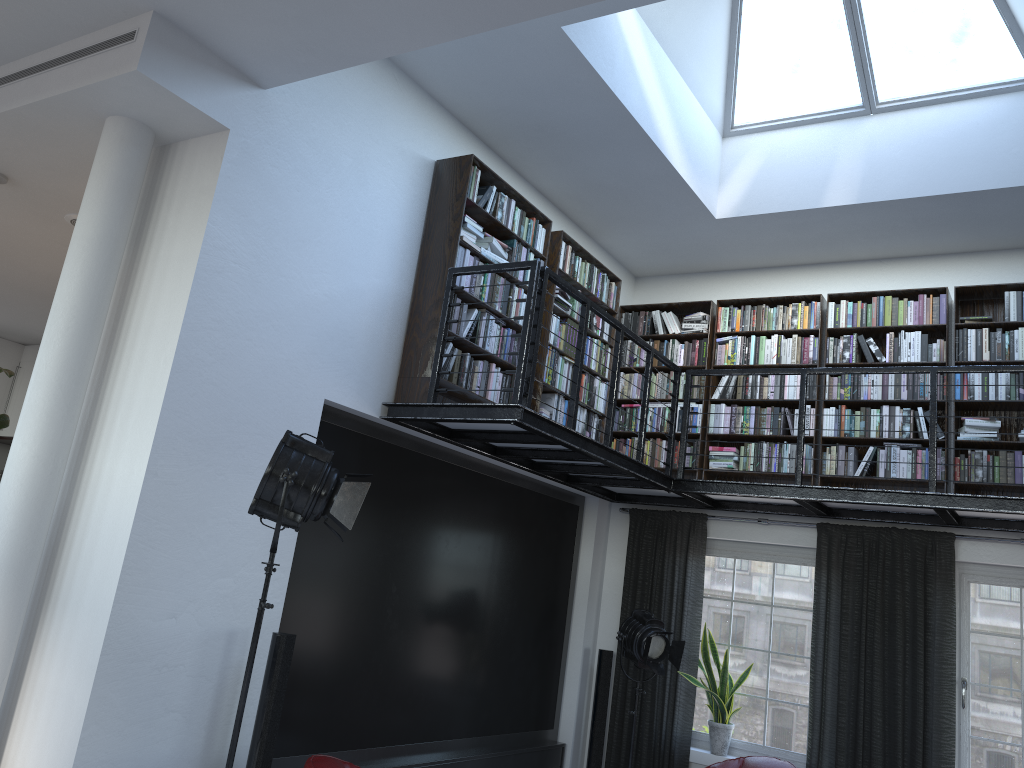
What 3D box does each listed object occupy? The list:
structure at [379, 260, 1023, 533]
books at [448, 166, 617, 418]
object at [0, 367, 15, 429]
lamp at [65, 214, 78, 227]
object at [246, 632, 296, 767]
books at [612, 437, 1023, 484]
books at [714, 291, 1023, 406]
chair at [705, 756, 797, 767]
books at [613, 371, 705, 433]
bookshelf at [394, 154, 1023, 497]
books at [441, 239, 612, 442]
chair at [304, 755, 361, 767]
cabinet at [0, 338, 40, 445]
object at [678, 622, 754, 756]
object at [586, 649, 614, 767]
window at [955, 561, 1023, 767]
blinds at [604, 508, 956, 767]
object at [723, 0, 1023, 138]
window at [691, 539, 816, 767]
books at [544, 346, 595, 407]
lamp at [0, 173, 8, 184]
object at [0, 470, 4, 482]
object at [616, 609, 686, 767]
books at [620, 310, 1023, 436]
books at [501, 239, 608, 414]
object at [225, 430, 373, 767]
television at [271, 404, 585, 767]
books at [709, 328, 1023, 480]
[{"bbox_3d":[1.466,1.143,4.477,4.487,3.386,4.574,-1,-16,32],"label":"structure"},{"bbox_3d":[0.117,-0.444,6.315,0.315,1.436,2.187,-2,-17,33],"label":"books"},{"bbox_3d":[-3.366,0.103,5.202,0.775,0.899,0.432,8,-15,1],"label":"object"},{"bbox_3d":[-2.809,-1.060,5.914,0.328,0.025,0.325,0,-15,31],"label":"lamp"},{"bbox_3d":[-1.198,1.796,4.132,0.157,1.232,0.156,4,-16,14],"label":"object"},{"bbox_3d":[2.541,-0.107,6.264,4.433,1.442,1.274,-1,-17,34],"label":"books"},{"bbox_3d":[2.847,-0.249,6.729,2.636,0.835,0.211,0,-17,32],"label":"books"},{"bbox_3d":[1.507,2.882,5.949,0.829,0.718,0.823,9,-14,-5],"label":"chair"},{"bbox_3d":[2.807,0.025,6.645,4.434,1.425,0.225,0,-17,32],"label":"books"},{"bbox_3d":[2.093,-0.263,5.524,4.474,1.631,3.061,-1,-16,32],"label":"bookshelf"},{"bbox_3d":[1.896,-0.438,5.211,4.376,1.422,2.185,0,-16,32],"label":"books"},{"bbox_3d":[-0.600,2.130,4.032,0.831,0.718,0.822,5,-14,13],"label":"chair"},{"bbox_3d":[-4.998,0.154,5.749,7.297,3.030,7.163,-1,-16,33],"label":"cabinet"},{"bbox_3d":[1.447,2.297,6.743,0.552,0.949,0.522,-6,-20,42],"label":"object"},{"bbox_3d":[0.663,2.740,7.012,0.156,1.232,0.157,21,-20,-39],"label":"object"},{"bbox_3d":[3.537,2.038,5.819,1.166,1.620,0.132,-1,-18,32],"label":"window"},{"bbox_3d":[1.883,2.186,6.557,2.507,2.408,0.124,-1,-18,32],"label":"blinds"},{"bbox_3d":[2.359,-2.405,6.055,2.221,0.639,1.175,0,-16,32],"label":"object"},{"bbox_3d":[1.844,2.048,6.894,1.166,1.620,0.132,-1,-18,32],"label":"window"},{"bbox_3d":[2.189,-0.296,5.634,4.382,1.418,1.159,0,-17,32],"label":"books"},{"bbox_3d":[-3.136,-1.140,5.278,0.183,0.241,0.181,-2,-18,36],"label":"lamp"},{"bbox_3d":[-5.641,1.182,10.019,0.874,0.378,0.241,1,-16,29],"label":"object"},{"bbox_3d":[1.956,2.522,6.089,2.907,1.593,0.745,4,-15,17],"label":"object"},{"bbox_3d":[2.802,0.035,6.639,4.440,1.409,0.240,-1,-17,33],"label":"books"},{"bbox_3d":[2.026,-0.230,5.425,4.334,1.150,1.584,0,-16,32],"label":"books"},{"bbox_3d":[-0.950,0.985,3.645,0.544,1.593,0.606,11,-15,-12],"label":"object"},{"bbox_3d":[-0.391,1.691,5.880,0.116,2.450,3.322,-2,-17,32],"label":"television"},{"bbox_3d":[3.108,0.172,6.416,3.390,1.133,0.238,0,-17,32],"label":"books"}]
